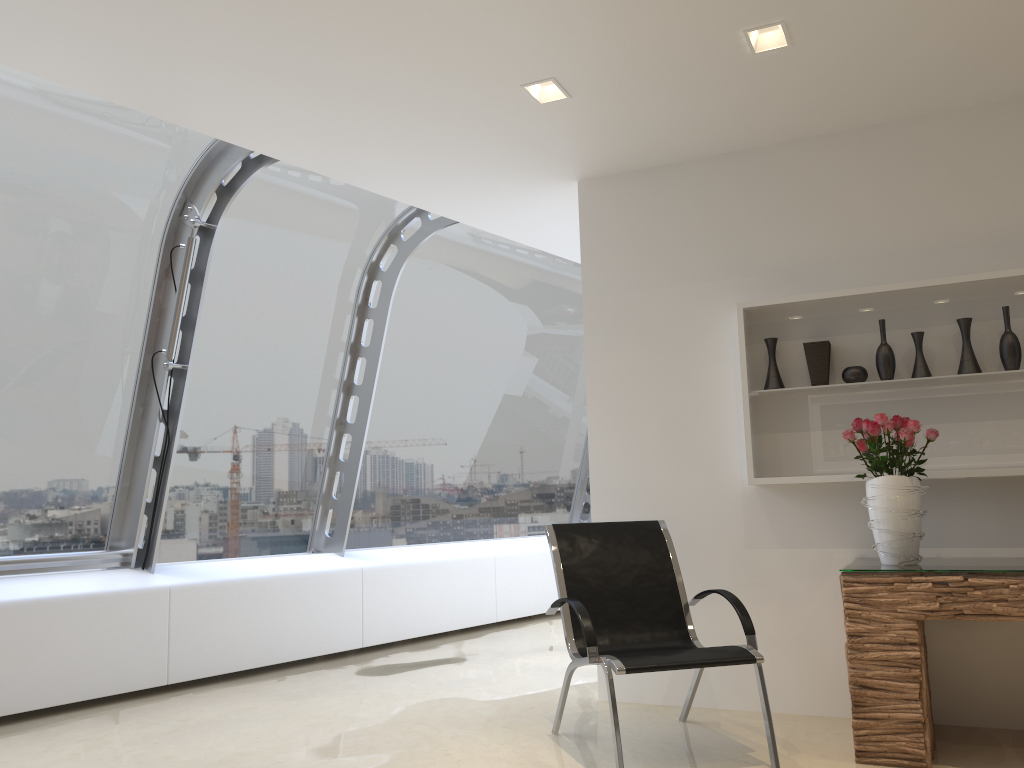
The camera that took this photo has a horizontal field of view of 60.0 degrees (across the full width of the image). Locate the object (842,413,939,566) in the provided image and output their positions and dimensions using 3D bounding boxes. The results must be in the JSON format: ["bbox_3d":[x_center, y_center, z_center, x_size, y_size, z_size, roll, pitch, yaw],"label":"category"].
[{"bbox_3d":[1.650,0.451,3.846,0.350,0.654,0.327,6,-11,-44],"label":"object"}]

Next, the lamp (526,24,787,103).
[{"bbox_3d":[4.182,-1.707,2.087,9.775,0.004,9.928,-5,-9,26],"label":"lamp"}]

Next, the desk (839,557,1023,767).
[{"bbox_3d":[2.137,1.113,3.591,1.436,0.762,0.793,-5,-9,25],"label":"desk"}]

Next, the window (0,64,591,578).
[{"bbox_3d":[5.258,-0.062,3.522,16.693,3.674,16.171,-6,-9,31],"label":"window"}]

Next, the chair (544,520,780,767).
[{"bbox_3d":[0.590,1.100,3.877,0.752,0.972,0.943,0,-8,-15],"label":"chair"}]
